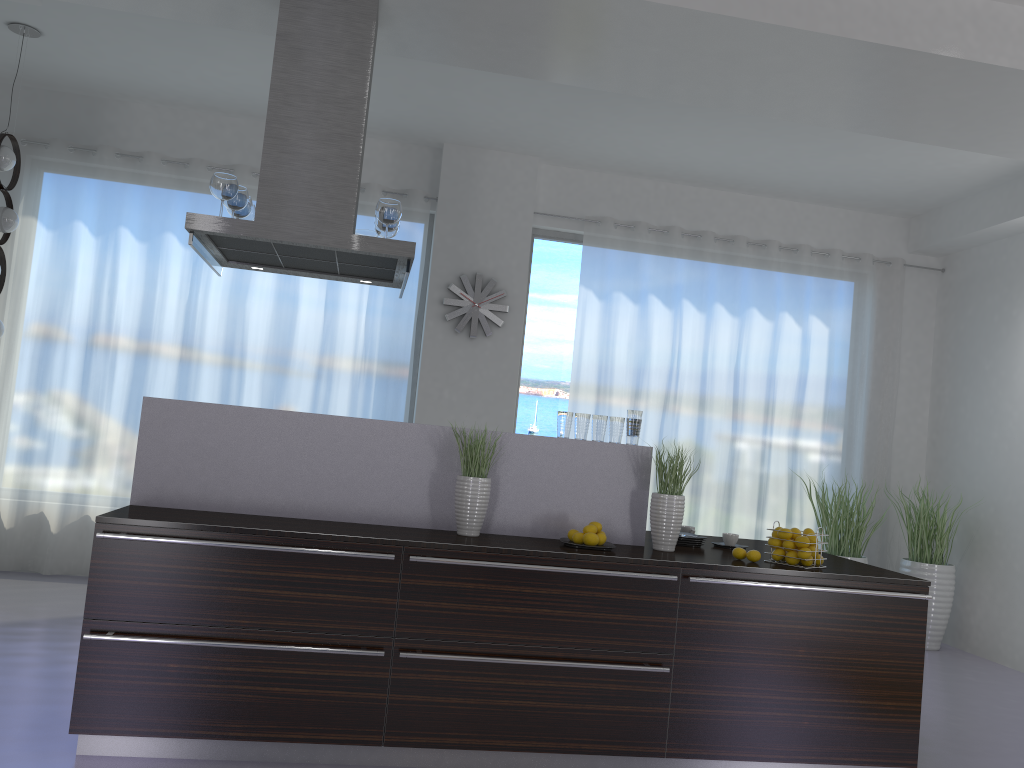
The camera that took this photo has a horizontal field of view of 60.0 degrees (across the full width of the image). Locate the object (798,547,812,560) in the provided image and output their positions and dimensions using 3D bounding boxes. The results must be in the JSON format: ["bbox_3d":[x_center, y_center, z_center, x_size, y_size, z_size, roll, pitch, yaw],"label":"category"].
[{"bbox_3d":[1.232,0.716,3.736,0.061,0.054,0.052,8,-4,-32],"label":"object"}]

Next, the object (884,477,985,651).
[{"bbox_3d":[3.155,1.355,6.862,0.656,1.334,0.713,7,-4,-25],"label":"object"}]

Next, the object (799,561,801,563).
[{"bbox_3d":[1.261,0.756,3.847,0.050,0.055,0.061,3,-5,36],"label":"object"}]

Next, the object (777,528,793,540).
[{"bbox_3d":[1.171,0.644,3.805,0.063,0.051,0.053,3,-5,38],"label":"object"}]

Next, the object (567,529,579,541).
[{"bbox_3d":[0.265,0.644,3.764,0.061,0.054,0.052,3,-5,38],"label":"object"}]

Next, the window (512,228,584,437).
[{"bbox_3d":[1.464,0.134,7.377,3.000,2.500,0.100,6,-4,-9],"label":"window"}]

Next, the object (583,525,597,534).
[{"bbox_3d":[0.327,0.613,3.719,0.061,0.047,0.053,6,-4,-6],"label":"object"}]

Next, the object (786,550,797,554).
[{"bbox_3d":[1.209,0.740,3.821,0.057,0.060,0.052,6,-4,-3],"label":"object"}]

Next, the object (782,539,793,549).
[{"bbox_3d":[1.192,0.691,3.849,0.064,0.053,0.051,6,-4,-7],"label":"object"}]

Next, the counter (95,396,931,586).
[{"bbox_3d":[0.002,0.880,4.053,3.291,1.300,1.302,6,-4,-9],"label":"counter"}]

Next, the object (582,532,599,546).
[{"bbox_3d":[0.326,0.644,3.671,0.070,0.058,0.060,6,-4,-10],"label":"object"}]

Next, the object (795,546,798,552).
[{"bbox_3d":[1.255,0.734,3.890,0.052,0.053,0.062,4,-4,28],"label":"object"}]

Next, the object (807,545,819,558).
[{"bbox_3d":[1.279,0.716,3.787,0.061,0.055,0.051,8,-4,-30],"label":"object"}]

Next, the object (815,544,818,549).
[{"bbox_3d":[1.300,0.707,3.844,0.053,0.054,0.061,3,-5,37],"label":"object"}]

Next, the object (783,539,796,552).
[{"bbox_3d":[1.186,0.690,3.793,0.062,0.053,0.052,8,-5,-37],"label":"object"}]

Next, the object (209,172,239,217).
[{"bbox_3d":[-1.294,-0.823,3.966,0.125,0.221,0.125,5,-4,15],"label":"object"}]

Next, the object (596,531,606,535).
[{"bbox_3d":[0.374,0.652,3.778,0.051,0.053,0.063,3,-4,31],"label":"object"}]

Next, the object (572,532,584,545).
[{"bbox_3d":[0.282,0.646,3.710,0.063,0.051,0.053,6,-4,-5],"label":"object"}]

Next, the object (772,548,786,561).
[{"bbox_3d":[1.147,0.734,3.815,0.060,0.057,0.052,6,-4,-7],"label":"object"}]

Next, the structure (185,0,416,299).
[{"bbox_3d":[-0.936,-1.141,4.342,0.981,1.231,0.915,6,-4,-9],"label":"structure"}]

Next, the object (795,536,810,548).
[{"bbox_3d":[1.232,0.671,3.765,0.061,0.052,0.053,5,-4,4],"label":"object"}]

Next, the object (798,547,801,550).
[{"bbox_3d":[1.252,0.711,3.802,0.051,0.053,0.062,6,-4,-1],"label":"object"}]

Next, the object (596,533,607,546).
[{"bbox_3d":[0.367,0.652,3.720,0.061,0.054,0.052,8,-4,-32],"label":"object"}]

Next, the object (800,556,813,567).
[{"bbox_3d":[1.253,0.748,3.767,0.051,0.053,0.063,6,-4,-1],"label":"object"}]

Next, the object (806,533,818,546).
[{"bbox_3d":[1.283,0.666,3.796,0.051,0.053,0.063,5,-4,4],"label":"object"}]

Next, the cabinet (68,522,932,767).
[{"bbox_3d":[-0.020,1.102,4.027,3.285,0.852,1.377,6,-4,-9],"label":"cabinet"}]

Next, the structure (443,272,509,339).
[{"bbox_3d":[-0.274,-0.601,6.775,0.505,0.505,0.076,6,-4,-9],"label":"structure"}]

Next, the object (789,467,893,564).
[{"bbox_3d":[2.512,1.284,6.724,0.713,1.334,0.656,6,-4,-9],"label":"object"}]

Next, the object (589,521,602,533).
[{"bbox_3d":[0.353,0.608,3.766,0.053,0.048,0.063,9,-5,-43],"label":"object"}]

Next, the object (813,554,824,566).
[{"bbox_3d":[1.317,0.758,3.825,0.053,0.052,0.062,3,-4,30],"label":"object"}]

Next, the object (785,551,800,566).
[{"bbox_3d":[1.197,0.742,3.780,0.064,0.063,0.074,5,-4,11],"label":"object"}]

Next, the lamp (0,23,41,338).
[{"bbox_3d":[-3.127,-1.013,5.401,0.180,2.370,0.367,7,-4,-16],"label":"lamp"}]

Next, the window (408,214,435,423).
[{"bbox_3d":[-2.215,-0.266,6.773,3.000,2.500,0.100,6,-4,-9],"label":"window"}]
